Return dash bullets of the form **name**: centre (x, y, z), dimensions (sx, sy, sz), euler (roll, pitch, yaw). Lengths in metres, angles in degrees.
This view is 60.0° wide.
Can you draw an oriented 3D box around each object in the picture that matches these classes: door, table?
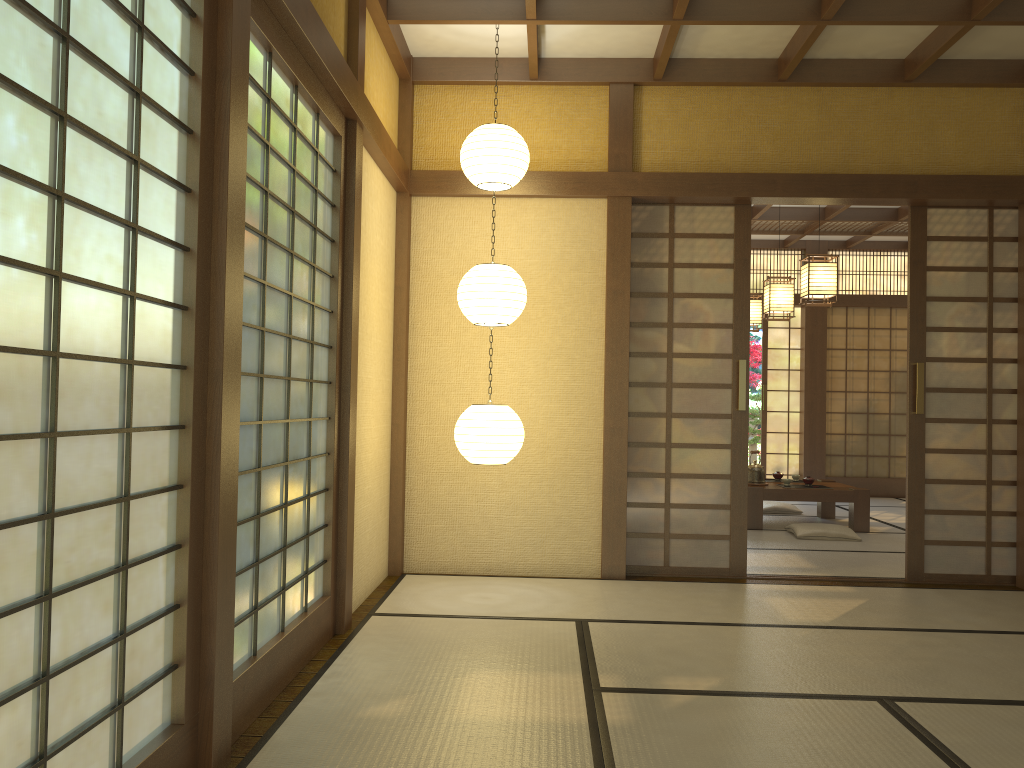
- **door**: centre (2.965, 0.044, 5.223), dimensions (1.230, 2.265, 0.076), euler (1, -1, 2)
- **door**: centre (0.801, 0.004, 5.309), dimensions (1.230, 2.265, 0.076), euler (1, -1, 2)
- **door**: centre (3.920, 0.219, 10.516), dimensions (1.894, 2.380, 0.073), euler (1, -1, 2)
- **door**: centre (-0.826, -0.072, 2.406), dimensions (0.140, 2.230, 2.890), euler (1, -1, 2)
- **table**: centre (2.463, 1.048, 7.809), dimensions (1.000, 0.350, 1.000), euler (1, -1, 2)

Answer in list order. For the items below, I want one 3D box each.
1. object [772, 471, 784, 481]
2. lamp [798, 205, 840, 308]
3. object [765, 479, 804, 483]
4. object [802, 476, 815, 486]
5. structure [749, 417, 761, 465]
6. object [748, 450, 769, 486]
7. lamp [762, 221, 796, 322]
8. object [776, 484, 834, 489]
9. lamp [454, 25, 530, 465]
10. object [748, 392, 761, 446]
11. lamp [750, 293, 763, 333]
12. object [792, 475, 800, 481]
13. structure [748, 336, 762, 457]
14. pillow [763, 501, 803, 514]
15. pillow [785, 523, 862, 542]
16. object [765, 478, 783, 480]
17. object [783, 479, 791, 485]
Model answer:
- **object**: centre (2.427, 0.838, 8.092), dimensions (0.100, 0.080, 0.100), euler (1, -1, 2)
- **lamp**: centre (2.342, -1.148, 6.758), dimensions (0.240, 1.129, 0.240), euler (1, -1, 2)
- **object**: centre (2.475, 0.886, 8.117), dimensions (0.400, 0.007, 0.300), euler (1, -1, 2)
- **object**: centre (2.528, 0.828, 7.561), dimensions (0.100, 0.080, 0.100), euler (1, -1, 2)
- **structure**: centre (3.220, 1.002, 13.134), dimensions (7.456, 1.136, 0.245), euler (1, -1, 2)
- **object**: centre (2.119, 0.726, 7.716), dimensions (0.219, 0.296, 0.226), euler (1, -1, -3)
- **lamp**: centre (2.388, -1.120, 7.921), dimensions (0.240, 1.129, 0.240), euler (1, -1, 2)
- **object**: centre (2.487, 0.873, 7.549), dimensions (0.400, 0.007, 0.300), euler (1, -1, 2)
- **lamp**: centre (-0.097, -0.737, 4.578), dimensions (0.363, 2.297, 0.363), euler (1, -1, 2)
- **object**: centre (3.244, 0.777, 12.504), dimensions (1.032, 1.362, 0.586), euler (0, -2, 28)
- **lamp**: centre (2.434, -1.092, 9.085), dimensions (0.240, 1.129, 0.240), euler (1, -1, 2)
- **object**: centre (2.598, 0.859, 8.115), dimensions (0.073, 0.052, 0.074), euler (2, -2, -44)
- **structure**: centre (2.487, -0.383, 14.028), dimensions (3.412, 4.004, 3.045), euler (0, -2, 35)
- **pillow**: centre (2.518, 1.208, 8.662), dimensions (0.496, 0.107, 0.486), euler (1, -1, -4)
- **pillow**: centre (2.453, 1.168, 7.025), dimensions (0.486, 0.107, 0.496), euler (1, -1, 6)
- **object**: centre (2.438, 0.881, 8.215), dimensions (0.200, 0.008, 0.008), euler (1, -1, -2)
- **object**: centre (2.362, 0.843, 7.617), dimensions (0.073, 0.052, 0.074), euler (2, -2, -44)
